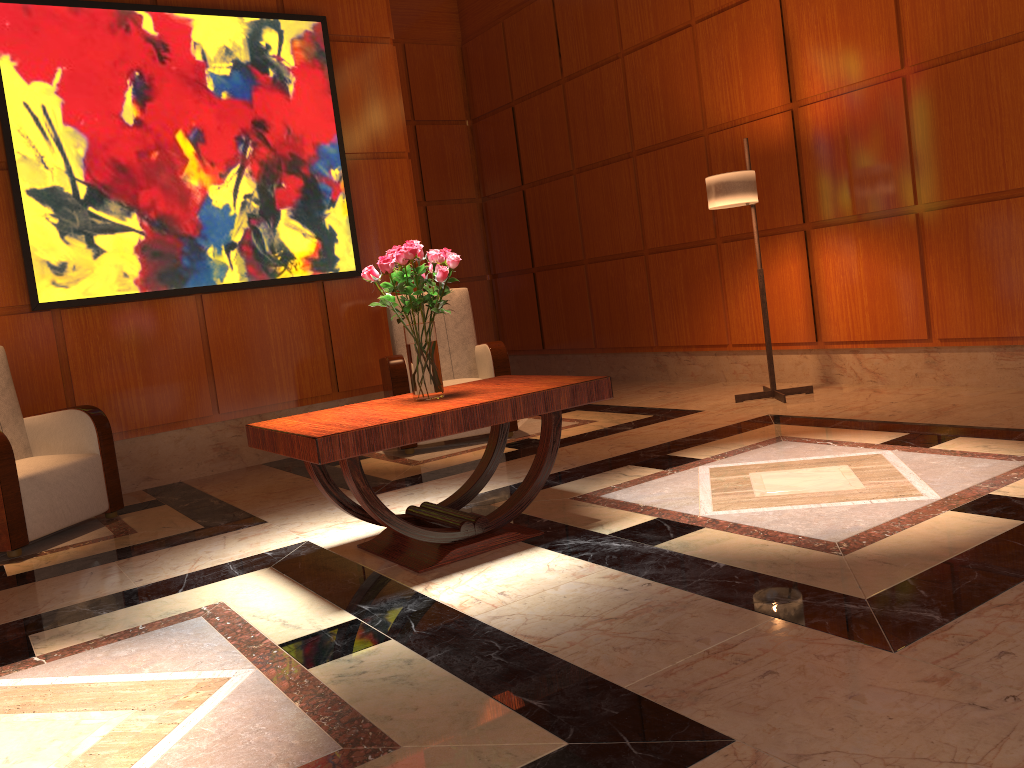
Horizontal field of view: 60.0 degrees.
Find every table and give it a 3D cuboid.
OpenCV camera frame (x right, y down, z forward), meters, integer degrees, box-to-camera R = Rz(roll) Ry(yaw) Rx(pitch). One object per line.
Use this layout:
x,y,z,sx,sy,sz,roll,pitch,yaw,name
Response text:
-0.275,0.324,3.313,1.171,0.533,0.725,-11,6,-33,table

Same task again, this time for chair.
-2.456,0.280,4.313,0.628,0.958,0.741,-6,5,16,chair
-0.443,-0.120,5.638,0.739,0.958,0.629,-9,5,-14,chair

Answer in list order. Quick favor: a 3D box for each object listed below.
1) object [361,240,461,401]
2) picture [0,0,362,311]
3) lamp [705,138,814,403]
-0.352,-0.237,3.310,0.351,0.594,0.327,-8,4,-13,object
-1.966,-1.427,5.432,2.003,1.732,0.056,-11,5,-33,picture
1.517,-0.713,5.574,0.528,1.656,0.359,-11,5,-43,lamp
